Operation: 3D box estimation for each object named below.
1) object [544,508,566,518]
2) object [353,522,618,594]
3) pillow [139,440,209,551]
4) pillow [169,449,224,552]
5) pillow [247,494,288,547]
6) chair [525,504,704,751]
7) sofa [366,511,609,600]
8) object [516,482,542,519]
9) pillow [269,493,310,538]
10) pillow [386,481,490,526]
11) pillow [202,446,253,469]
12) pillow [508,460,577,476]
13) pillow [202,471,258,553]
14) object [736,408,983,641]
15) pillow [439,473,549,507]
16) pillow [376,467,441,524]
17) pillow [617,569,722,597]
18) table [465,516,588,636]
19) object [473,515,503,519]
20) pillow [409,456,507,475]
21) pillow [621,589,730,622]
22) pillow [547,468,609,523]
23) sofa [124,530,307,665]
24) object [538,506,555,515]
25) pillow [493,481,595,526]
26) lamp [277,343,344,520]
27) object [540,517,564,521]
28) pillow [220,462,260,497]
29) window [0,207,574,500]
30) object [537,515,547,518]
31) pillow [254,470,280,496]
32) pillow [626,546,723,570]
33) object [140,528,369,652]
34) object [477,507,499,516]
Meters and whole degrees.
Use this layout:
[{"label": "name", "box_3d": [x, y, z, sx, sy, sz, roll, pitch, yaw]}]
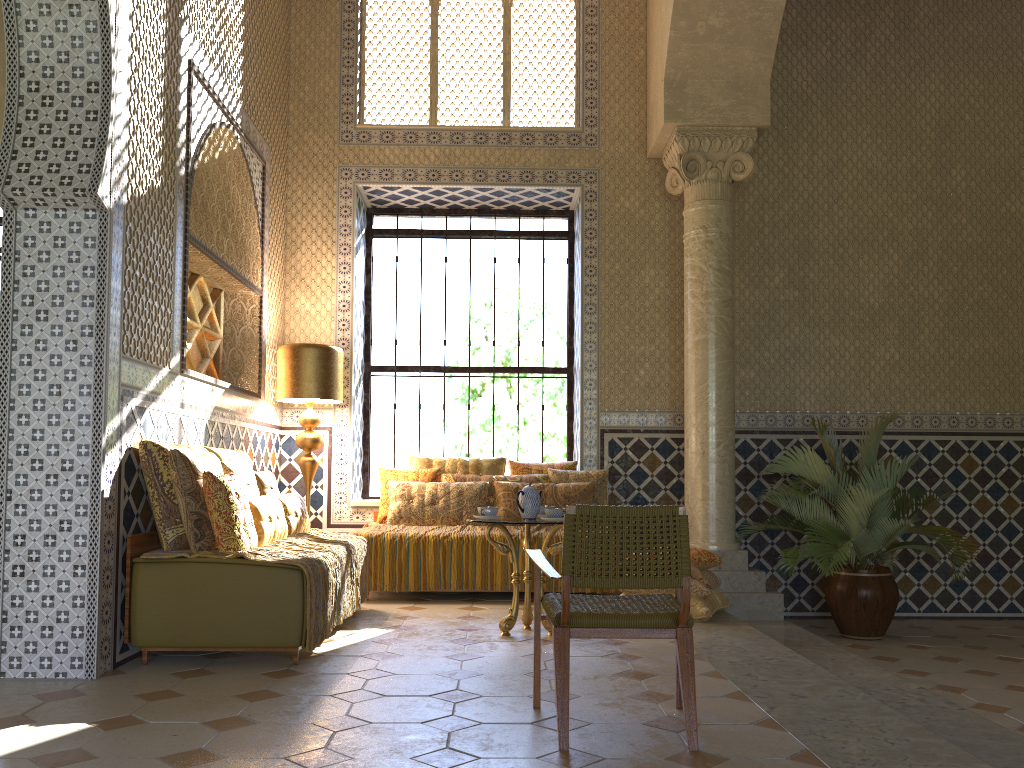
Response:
[{"label": "object", "box_3d": [0.364, 1.092, 7.398, 0.183, 0.100, 0.184, 1, -5, -5]}, {"label": "object", "box_3d": [-0.307, 1.945, 10.092, 2.885, 0.716, 1.319, 1, -5, -1]}, {"label": "pillow", "box_3d": [-2.560, 0.878, 6.994, 0.422, 0.829, 1.197, 0, -5, -1]}, {"label": "pillow", "box_3d": [-2.355, 0.898, 6.772, 0.383, 0.778, 0.837, 0, -5, -1]}, {"label": "pillow", "box_3d": [-2.085, 1.160, 7.424, 0.271, 0.449, 0.986, 0, -5, -1]}, {"label": "chair", "box_3d": [0.561, 1.253, 4.844, 0.950, 1.206, 0.910, 0, -4, -1]}, {"label": "sofa", "box_3d": [-0.269, 1.961, 10.155, 2.849, 0.935, 1.278, 1, -5, -1]}, {"label": "object", "box_3d": [0.151, 1.016, 7.720, 0.273, 0.322, 0.199, 1, -4, -12]}, {"label": "pillow", "box_3d": [-2.103, 1.259, 8.359, 0.271, 0.449, 0.986, 0, -5, -1]}, {"label": "pillow", "box_3d": [-0.850, 1.390, 10.199, 1.191, 0.545, 0.330, 1, -4, -1]}, {"label": "pillow", "box_3d": [-2.583, 1.004, 8.188, 0.422, 0.829, 1.197, 0, -5, -1]}, {"label": "pillow", "box_3d": [0.376, 1.323, 10.743, 0.855, 0.798, 0.394, 0, -3, -1]}, {"label": "pillow", "box_3d": [-2.092, 0.980, 6.629, 0.345, 0.649, 0.687, 1, -5, -2]}, {"label": "object", "box_3d": [3.917, 1.513, 9.671, 2.642, 2.494, 2.171, 2, -4, -14]}, {"label": "pillow", "box_3d": [-0.207, 1.364, 10.432, 1.341, 0.613, 0.371, 1, -4, -1]}, {"label": "pillow", "box_3d": [-1.216, 1.326, 10.435, 0.741, 0.691, 0.342, 0, -3, -1]}, {"label": "pillow", "box_3d": [1.579, 1.978, 8.855, 0.932, 0.346, 0.883, -2, -6, 19]}, {"label": "table", "box_3d": [0.144, 1.660, 7.648, 1.101, 0.977, 1.104, -2, -5, 28]}, {"label": "object", "box_3d": [-0.209, 1.154, 7.668, 0.256, 0.032, 0.256, 3, -6, -22]}, {"label": "pillow", "box_3d": [-0.659, 1.278, 10.667, 1.192, 0.830, 0.424, 1, -3, -1]}, {"label": "pillow", "box_3d": [1.596, 2.181, 8.854, 0.991, 0.367, 1.046, -2, -6, 24]}, {"label": "pillow", "box_3d": [0.791, 1.345, 10.473, 0.741, 0.691, 0.342, 0, -3, -1]}, {"label": "sofa", "box_3d": [-2.086, 1.677, 7.584, 1.273, 0.934, 2.861, 1, -6, -1]}, {"label": "object", "box_3d": [0.303, 1.158, 8.031, 0.183, 0.100, 0.183, 2, -5, -12]}, {"label": "pillow", "box_3d": [0.375, 1.401, 10.222, 1.191, 0.545, 0.330, 1, -4, -1]}, {"label": "lamp", "box_3d": [-2.311, 0.979, 10.064, 0.737, 2.805, 0.738, 2, -4, -32]}, {"label": "object", "box_3d": [0.363, 1.129, 7.396, 0.256, 0.032, 0.257, 1, -6, -5]}, {"label": "pillow", "box_3d": [-2.293, 1.012, 7.514, 0.340, 0.691, 0.744, 0, -5, -1]}, {"label": "window", "box_3d": [-3.390, -0.443, 11.567, 8.484, 3.979, 0.576, 1, -3, -5]}, {"label": "object", "box_3d": [0.302, 1.195, 8.030, 0.256, 0.032, 0.256, 3, -6, -22]}, {"label": "pillow", "box_3d": [-2.309, 1.125, 8.315, 0.313, 0.636, 0.684, 0, -5, -1]}, {"label": "pillow", "box_3d": [1.596, 1.770, 8.857, 0.804, 0.310, 0.750, -3, -7, 33]}, {"label": "object", "box_3d": [-2.024, 1.668, 7.574, 1.314, 0.715, 2.898, 0, -6, -1]}, {"label": "object", "box_3d": [-0.208, 1.116, 7.669, 0.184, 0.100, 0.183, 2, -6, -20]}]
